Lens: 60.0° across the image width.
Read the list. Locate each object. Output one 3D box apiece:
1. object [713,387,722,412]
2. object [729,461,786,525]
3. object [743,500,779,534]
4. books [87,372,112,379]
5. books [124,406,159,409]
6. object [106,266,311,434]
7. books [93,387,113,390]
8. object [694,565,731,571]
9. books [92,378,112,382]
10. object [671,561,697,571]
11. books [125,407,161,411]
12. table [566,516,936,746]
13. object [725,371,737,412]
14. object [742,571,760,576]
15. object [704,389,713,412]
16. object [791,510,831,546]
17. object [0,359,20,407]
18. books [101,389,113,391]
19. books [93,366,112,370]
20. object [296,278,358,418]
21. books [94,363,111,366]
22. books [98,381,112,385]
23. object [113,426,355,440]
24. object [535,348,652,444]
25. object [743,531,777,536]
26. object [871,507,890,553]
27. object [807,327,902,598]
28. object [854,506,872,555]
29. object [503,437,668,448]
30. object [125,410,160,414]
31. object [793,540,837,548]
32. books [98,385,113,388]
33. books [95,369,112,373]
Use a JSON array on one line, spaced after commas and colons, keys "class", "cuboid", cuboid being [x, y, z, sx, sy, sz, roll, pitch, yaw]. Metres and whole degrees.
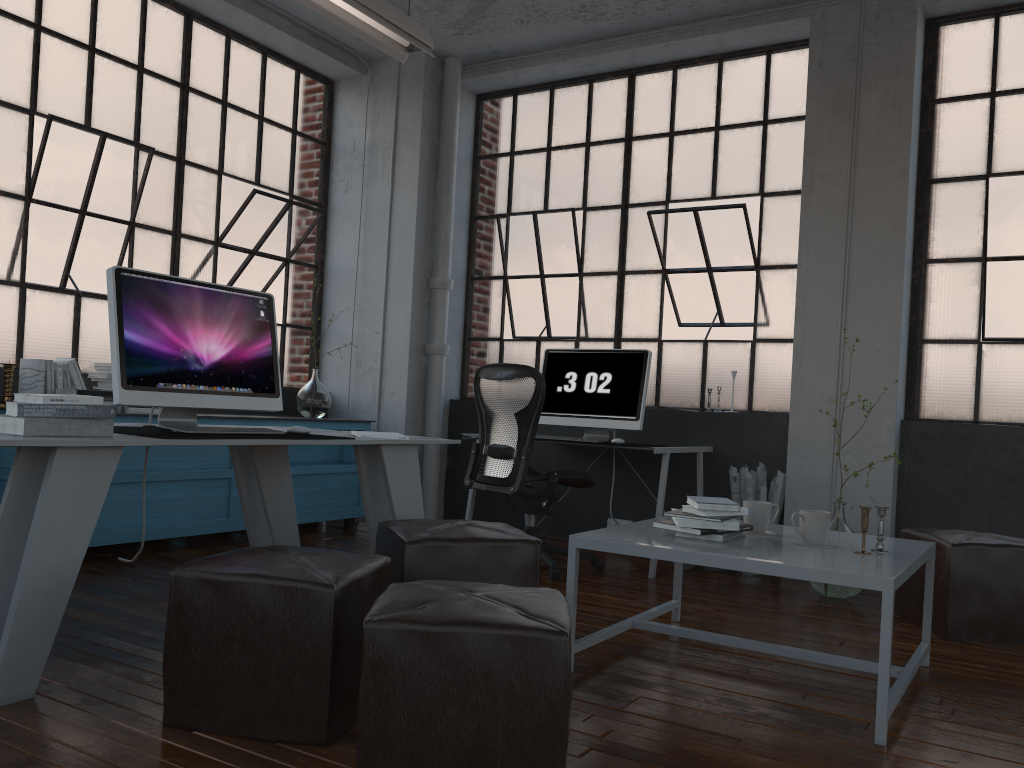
[{"class": "object", "cuboid": [1.285, 0.096, 5.507, 0.066, 0.160, 0.066, 3, 0, -27]}, {"class": "object", "cuboid": [1.429, 0.758, 5.148, 0.293, 0.627, 0.274, 3, 0, -17]}, {"class": "object", "cuboid": [0.886, 0.478, 3.185, 0.100, 0.109, 0.129, 2, -1, 40]}, {"class": "books", "cuboid": [-2.109, -0.038, 4.795, 0.180, 0.028, 0.296, 2, -2, 31]}, {"class": "books", "cuboid": [-1.952, 0.117, 4.623, 0.202, 0.012, 0.251, 2, -2, 33]}, {"class": "object", "cuboid": [-1.085, -0.105, 3.232, 0.377, 0.552, 0.715, 3, -1, 33]}, {"class": "books", "cuboid": [-2.092, 0.029, 4.799, 0.159, 0.012, 0.285, 2, -2, 31]}, {"class": "object", "cuboid": [1.142, 0.903, 5.076, 0.290, 0.294, 0.290, 3, -1, -11]}, {"class": "books", "cuboid": [-2.099, -0.015, 4.815, 0.182, 0.016, 0.288, 2, -2, 31]}, {"class": "object", "cuboid": [0.977, 0.902, 4.966, 0.107, 0.281, 0.293, 3, -1, -33]}, {"class": "books", "cuboid": [-1.948, 0.130, 4.617, 0.187, 0.014, 0.248, 2, -2, 30]}, {"class": "table", "cuboid": [0.844, 0.750, 3.026, 0.972, 0.445, 0.992, 2, -2, 31]}, {"class": "object", "cuboid": [1.361, 0.048, 5.459, 0.084, 0.256, 0.084, 3, 0, -36]}, {"class": "object", "cuboid": [1.319, 1.032, 4.921, 0.125, 0.107, 0.095, 3, -1, -17]}, {"class": "object", "cuboid": [1.224, 0.096, 5.499, 0.055, 0.153, 0.055, 3, 0, -9]}, {"class": "object", "cuboid": [0.992, 0.475, 2.924, 0.100, 0.109, 0.129, 2, -1, 40]}, {"class": "object", "cuboid": [-2.457, -0.003, 4.323, 0.132, 0.237, 0.132, 3, -1, -2]}, {"class": "books", "cuboid": [-2.075, 0.043, 4.813, 0.160, 0.013, 0.256, 2, -2, 31]}, {"class": "books", "cuboid": [-2.083, -0.078, 4.802, 0.182, 0.016, 0.288, 2, -2, 31]}, {"class": "object", "cuboid": [-1.202, -0.237, 5.878, 0.434, 0.939, 0.232, 3, 0, 13]}, {"class": "books", "cuboid": [-2.076, -0.094, 4.791, 0.182, 0.016, 0.288, 2, -2, 31]}, {"class": "books", "cuboid": [-2.084, 0.003, 4.815, 0.167, 0.017, 0.263, 2, -2, 31]}, {"class": "object", "cuboid": [-1.099, 0.178, 3.228, 0.687, 0.008, 0.849, 2, -2, 33]}, {"class": "object", "cuboid": [0.431, 0.059, 5.237, 0.714, 0.552, 0.377, 2, -1, 33]}, {"class": "object", "cuboid": [0.877, 0.531, 3.174, 0.137, 0.003, 0.137, 4, -2, -38]}, {"class": "object", "cuboid": [1.194, 0.466, 2.870, 0.055, 0.153, 0.055, 3, 0, 8]}, {"class": "object", "cuboid": [1.683, 0.375, 4.244, 0.330, 1.339, 0.618, 3, 0, -22]}, {"class": "object", "cuboid": [1.110, 0.461, 2.793, 0.052, 0.148, 0.052, 3, 0, -18]}, {"class": "object", "cuboid": [0.413, 0.341, 5.235, 0.847, 0.008, 0.688, 2, -2, 33]}, {"class": "object", "cuboid": [-1.946, 0.144, 4.620, 0.187, 0.014, 0.253, 2, -2, 31]}, {"class": "object", "cuboid": [1.004, 0.531, 2.941, 0.137, 0.003, 0.137, 4, -2, -38]}, {"class": "books", "cuboid": [-2.081, 0.018, 4.805, 0.160, 0.012, 0.254, 2, -2, 31]}, {"class": "books", "cuboid": [-2.084, -0.059, 4.804, 0.174, 0.021, 0.273, 2, -2, 31]}]
